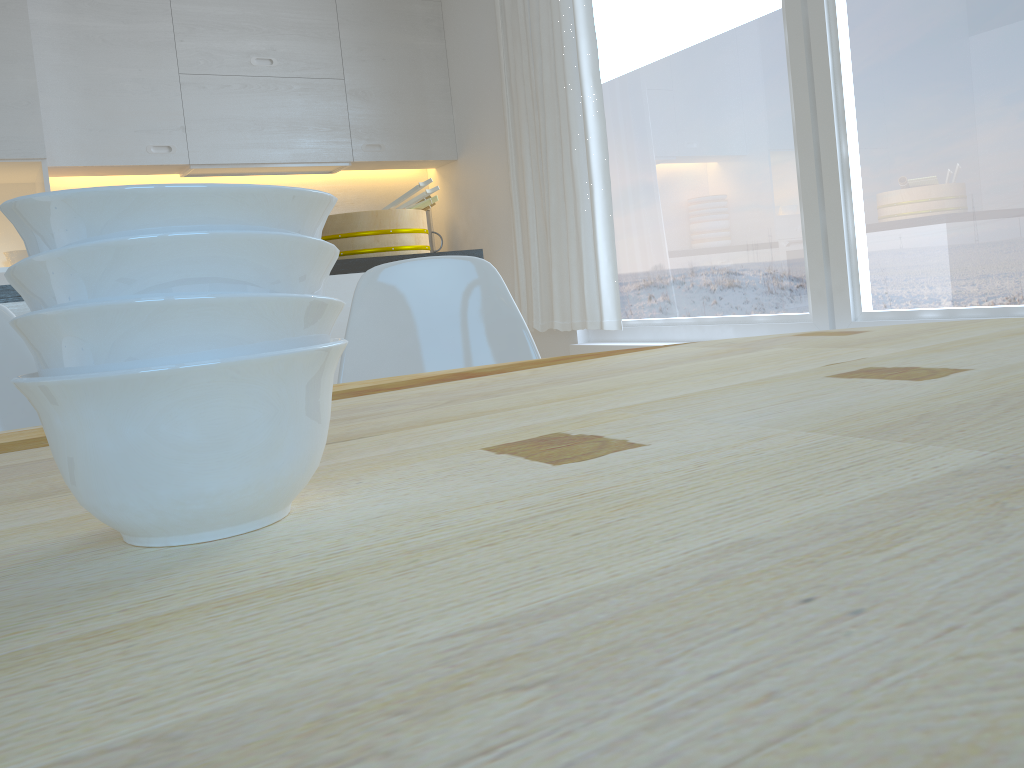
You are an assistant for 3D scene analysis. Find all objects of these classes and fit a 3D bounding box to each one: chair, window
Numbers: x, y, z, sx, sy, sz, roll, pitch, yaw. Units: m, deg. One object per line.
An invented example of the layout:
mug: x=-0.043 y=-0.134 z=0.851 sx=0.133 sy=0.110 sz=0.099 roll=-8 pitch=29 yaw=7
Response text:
chair: x=-0.068 y=0.231 z=1.428 sx=0.430 sy=0.899 sz=0.524 roll=-7 pitch=4 yaw=-10
window: x=0.987 y=-1.094 z=2.863 sx=0.088 sy=1.911 sz=2.728 roll=-7 pitch=5 yaw=-30

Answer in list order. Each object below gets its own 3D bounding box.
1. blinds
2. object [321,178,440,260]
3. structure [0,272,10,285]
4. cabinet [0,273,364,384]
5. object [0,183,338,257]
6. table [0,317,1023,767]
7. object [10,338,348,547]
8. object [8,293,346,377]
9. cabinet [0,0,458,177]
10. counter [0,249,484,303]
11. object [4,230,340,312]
blinds: x=0.112 y=-1.301 z=3.916 sx=0.150 sy=2.153 sz=0.794 roll=-7 pitch=3 yaw=-31
object: x=-0.421 y=-0.478 z=2.695 sx=0.430 sy=0.213 sz=0.380 roll=-6 pitch=5 yaw=-2
structure: x=-2.085 y=-0.139 z=3.505 sx=0.563 sy=0.594 sz=0.049 roll=-8 pitch=3 yaw=-31
cabinet: x=-1.212 y=0.255 z=2.258 sx=2.410 sy=0.907 sz=0.600 roll=-9 pitch=5 yaw=-30
object: x=-0.158 y=-0.048 z=0.432 sx=0.152 sy=0.087 sz=0.152 roll=-6 pitch=5 yaw=-2
table: x=-0.236 y=0.437 z=0.483 sx=2.199 sy=0.723 sz=1.194 roll=-10 pitch=6 yaw=-32
object: x=-0.152 y=0.027 z=0.431 sx=0.152 sy=0.082 sz=0.153 roll=-5 pitch=5 yaw=9
object: x=-0.154 y=0.004 z=0.434 sx=0.152 sy=0.092 sz=0.152 roll=-5 pitch=5 yaw=9
cabinet: x=-1.648 y=-0.691 z=4.035 sx=3.213 sy=2.294 sz=0.481 roll=-9 pitch=4 yaw=-31
counter: x=-1.261 y=-0.215 z=2.237 sx=2.410 sy=0.040 sz=0.601 roll=-10 pitch=7 yaw=-30
object: x=-0.158 y=-0.020 z=0.435 sx=0.152 sy=0.095 sz=0.151 roll=-7 pitch=5 yaw=-14
